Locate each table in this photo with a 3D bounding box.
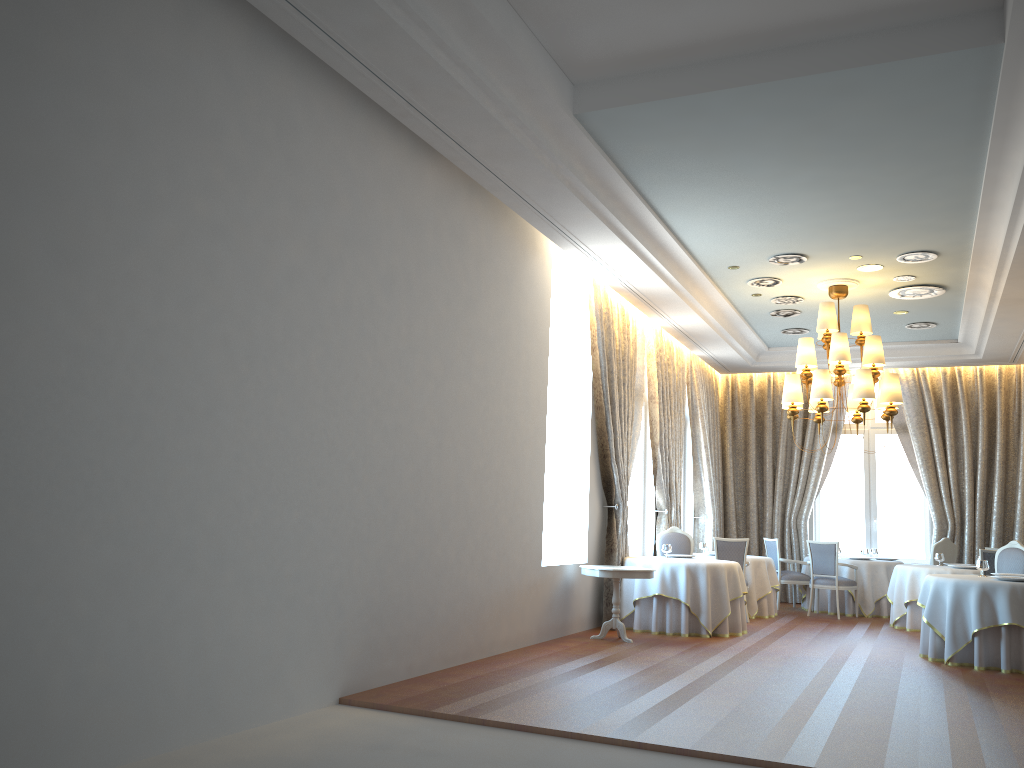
[{"bbox_3d":[2.037,2.598,10.890,1.663,0.890,1.667,0,-9,14],"label":"table"},{"bbox_3d":[5.467,3.237,14.149,1.667,0.890,1.663,-6,-12,43],"label":"table"},{"bbox_3d":[5.035,2.434,9.026,1.663,0.890,1.667,0,-9,14],"label":"table"},{"bbox_3d":[3.143,3.005,13.251,1.667,0.890,1.663,-1,-9,19],"label":"table"},{"bbox_3d":[1.133,2.396,9.607,0.761,0.801,0.760,6,-10,-25],"label":"table"},{"bbox_3d":[5.970,2.917,11.930,1.663,0.890,1.667,-5,-11,38],"label":"table"}]

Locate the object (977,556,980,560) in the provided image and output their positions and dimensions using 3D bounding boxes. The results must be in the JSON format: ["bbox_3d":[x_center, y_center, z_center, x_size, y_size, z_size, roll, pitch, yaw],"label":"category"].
[{"bbox_3d":[6.241,2.368,11.759,0.128,0.165,0.128,-2,-10,25],"label":"object"}]

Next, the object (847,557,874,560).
[{"bbox_3d":[5.408,2.709,13.779,0.419,0.036,0.419,-1,-10,24],"label":"object"}]

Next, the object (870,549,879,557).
[{"bbox_3d":[5.878,2.756,14.388,0.128,0.165,0.128,-2,-10,25],"label":"object"}]

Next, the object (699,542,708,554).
[{"bbox_3d":[2.945,2.525,13.656,0.128,0.165,0.128,-2,-10,25],"label":"object"}]

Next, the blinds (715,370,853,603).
[{"bbox_3d":[4.758,1.448,15.801,2.535,4.901,0.386,-2,-10,25],"label":"blinds"}]

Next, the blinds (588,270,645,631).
[{"bbox_3d":[1.357,0.598,11.170,0.315,4.930,2.204,-2,-10,25],"label":"blinds"}]

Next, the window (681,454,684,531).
[{"bbox_3d":[2.593,1.131,14.536,0.196,3.306,1.881,-2,-10,25],"label":"window"}]

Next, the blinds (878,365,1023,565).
[{"bbox_3d":[7.367,1.369,14.594,2.476,4.901,0.386,-2,-10,25],"label":"blinds"}]

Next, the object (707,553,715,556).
[{"bbox_3d":[3.026,2.474,12.880,0.419,0.036,0.419,-1,-10,24],"label":"object"}]

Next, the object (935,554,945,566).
[{"bbox_3d":[5.943,2.442,12.319,0.128,0.165,0.128,-2,-10,25],"label":"object"}]

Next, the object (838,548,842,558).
[{"bbox_3d":[5.162,2.678,14.068,0.128,0.165,0.128,-2,-10,25],"label":"object"}]

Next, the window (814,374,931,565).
[{"bbox_3d":[6.276,1.437,15.554,1.881,3.306,0.196,-2,-10,25],"label":"window"}]

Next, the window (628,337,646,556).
[{"bbox_3d":[1.622,0.760,12.373,0.259,3.306,1.882,-2,-10,24],"label":"window"}]

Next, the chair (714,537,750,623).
[{"bbox_3d":[2.945,2.673,12.211,0.650,1.108,0.629,2,-9,0],"label":"chair"}]

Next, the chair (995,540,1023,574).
[{"bbox_3d":[5.380,2.359,9.896,0.690,1.233,0.563,5,-9,-15],"label":"chair"}]

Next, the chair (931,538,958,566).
[{"bbox_3d":[6.257,2.919,13.315,0.563,1.233,0.690,6,-10,-25],"label":"chair"}]

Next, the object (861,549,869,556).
[{"bbox_3d":[5.593,2.694,14.056,0.128,0.165,0.128,-2,-10,25],"label":"object"}]

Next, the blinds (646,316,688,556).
[{"bbox_3d":[2.404,0.978,13.363,0.335,4.969,2.257,-2,-10,25],"label":"blinds"}]

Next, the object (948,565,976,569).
[{"bbox_3d":[5.937,2.397,11.609,0.419,0.036,0.419,-1,-10,24],"label":"object"}]

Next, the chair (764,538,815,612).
[{"bbox_3d":[4.415,3.036,14.190,0.629,1.108,0.650,4,-9,-10],"label":"chair"}]

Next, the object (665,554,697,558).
[{"bbox_3d":[2.163,2.205,11.356,0.419,0.036,0.419,-1,-10,24],"label":"object"}]

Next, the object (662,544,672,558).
[{"bbox_3d":[1.944,2.096,11.128,0.128,0.165,0.128,1,-9,7],"label":"object"}]

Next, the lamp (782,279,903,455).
[{"bbox_3d":[4.050,-0.216,10.967,1.373,2.121,1.373,7,-10,-27],"label":"lamp"}]

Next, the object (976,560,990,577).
[{"bbox_3d":[4.995,1.957,9.410,0.128,0.165,0.128,8,-11,-34],"label":"object"}]

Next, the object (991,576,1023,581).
[{"bbox_3d":[4.918,1.905,8.670,0.419,0.036,0.419,-1,-10,24],"label":"object"}]

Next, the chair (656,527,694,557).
[{"bbox_3d":[2.201,2.512,11.734,0.563,1.233,0.690,2,-9,0],"label":"chair"}]

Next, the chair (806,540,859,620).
[{"bbox_3d":[4.750,2.903,13.235,0.650,1.108,0.629,-5,-11,40],"label":"chair"}]

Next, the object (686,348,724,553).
[{"bbox_3d":[3.371,1.360,15.290,0.386,4.901,2.121,-2,-10,25],"label":"object"}]

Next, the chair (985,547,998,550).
[{"bbox_3d":[7.006,2.924,12.774,0.650,1.108,0.629,-6,-12,44],"label":"chair"}]

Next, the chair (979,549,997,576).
[{"bbox_3d":[5.853,2.599,10.961,0.650,1.108,0.629,3,-9,-5],"label":"chair"}]

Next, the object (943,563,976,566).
[{"bbox_3d":[6.244,2.525,12.358,0.419,0.036,0.419,-1,-10,24],"label":"object"}]

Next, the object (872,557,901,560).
[{"bbox_3d":[5.934,2.773,14.057,0.419,0.036,0.419,-1,-10,24],"label":"object"}]

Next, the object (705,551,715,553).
[{"bbox_3d":[3.221,2.620,13.780,0.419,0.036,0.419,-1,-10,24],"label":"object"}]

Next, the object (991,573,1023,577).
[{"bbox_3d":[5.328,2.038,9.429,0.419,0.036,0.419,-1,-10,24],"label":"object"}]
